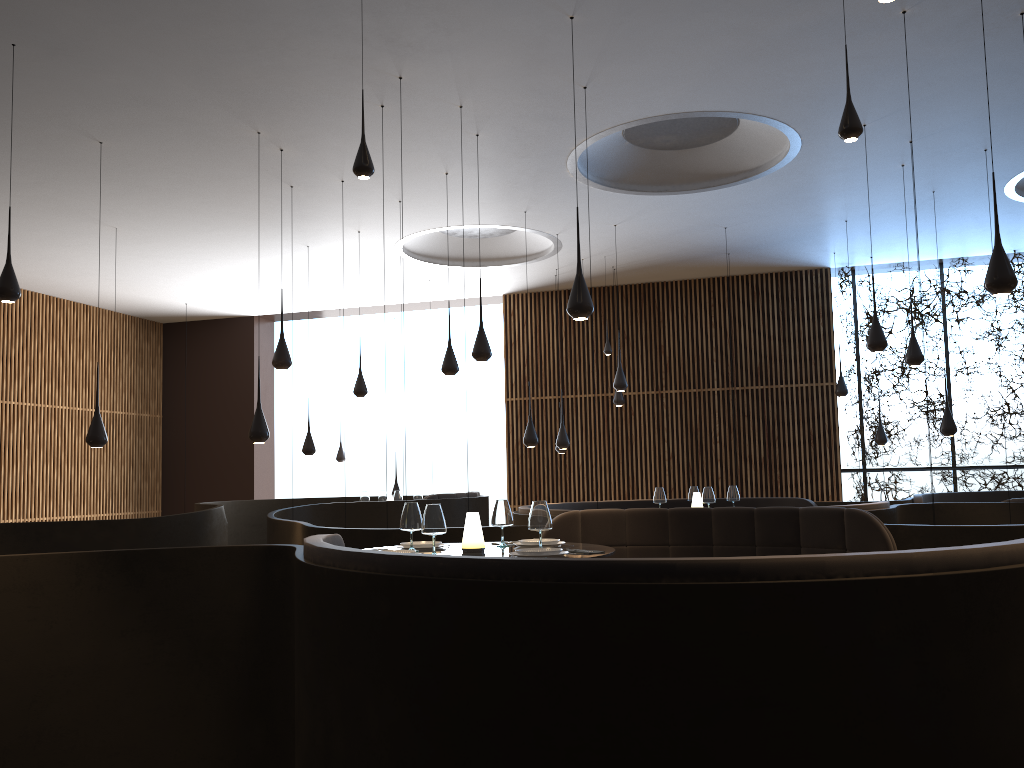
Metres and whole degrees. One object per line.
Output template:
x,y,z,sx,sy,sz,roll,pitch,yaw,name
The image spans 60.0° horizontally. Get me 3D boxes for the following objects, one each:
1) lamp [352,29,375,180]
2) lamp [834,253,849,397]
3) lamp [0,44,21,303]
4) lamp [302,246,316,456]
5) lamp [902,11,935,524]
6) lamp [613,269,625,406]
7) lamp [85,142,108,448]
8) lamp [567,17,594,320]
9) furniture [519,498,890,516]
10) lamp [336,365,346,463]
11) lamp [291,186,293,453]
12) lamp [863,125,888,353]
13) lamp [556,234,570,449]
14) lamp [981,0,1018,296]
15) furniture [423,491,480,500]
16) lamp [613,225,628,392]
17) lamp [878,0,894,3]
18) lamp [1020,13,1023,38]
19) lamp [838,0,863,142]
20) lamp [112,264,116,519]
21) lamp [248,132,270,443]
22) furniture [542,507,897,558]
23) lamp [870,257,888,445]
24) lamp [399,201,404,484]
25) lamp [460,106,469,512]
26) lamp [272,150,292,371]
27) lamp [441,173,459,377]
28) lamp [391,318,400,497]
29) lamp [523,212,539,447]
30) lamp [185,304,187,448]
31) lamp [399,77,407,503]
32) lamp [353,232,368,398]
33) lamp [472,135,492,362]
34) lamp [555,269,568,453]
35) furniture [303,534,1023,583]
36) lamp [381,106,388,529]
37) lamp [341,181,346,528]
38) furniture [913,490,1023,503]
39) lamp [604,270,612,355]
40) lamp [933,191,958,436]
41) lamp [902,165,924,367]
-0.914,-1.997,5.420,0.133,1.505,0.133,-2,-5,11,lamp
4.983,-0.907,13.539,0.196,2.219,0.196,2,-6,-39,lamp
-3.303,-1.398,5.842,0.153,1.733,0.153,0,-5,-19,lamp
-2.856,-0.476,12.448,0.196,2.955,0.196,2,-6,-39,lamp
2.946,0.396,6.250,0.196,6.263,0.196,2,-6,-39,lamp
1.687,-0.754,14.264,0.196,2.219,0.196,-5,-6,41,lamp
-3.958,-0.872,8.494,0.196,2.955,0.196,2,-6,-39,lamp
0.462,-1.567,6.382,0.196,2.219,0.196,1,-5,-29,lamp
1.976,1.856,9.616,3.789,1.116,3.890,0,-6,-9,furniture
-3.307,0.030,17.095,0.196,2.955,0.196,-5,-6,41,lamp
-2.415,0.893,9.765,0.196,6.263,0.196,2,-6,-39,lamp
3.452,-1.407,8.527,0.196,2.219,0.196,2,-6,-39,lamp
0.659,-0.591,12.123,0.196,2.955,0.196,1,-5,-29,lamp
3.144,-1.684,5.828,0.196,2.219,0.196,2,-6,-39,lamp
-0.949,2.118,12.941,0.931,1.058,2.537,-2,-6,12,furniture
1.406,-1.011,11.762,0.196,2.219,0.196,-2,-5,11,lamp
1.449,-2.254,3.518,0.133,1.505,0.133,-2,-5,11,lamp
3.847,0.381,6.309,0.196,6.263,0.196,2,-6,-39,lamp
1.872,-2.109,4.999,0.133,1.505,0.133,-2,-5,11,lamp
-5.049,0.814,11.229,0.196,6.263,0.196,-4,-5,31,lamp
-2.381,-0.925,8.342,0.196,2.955,0.196,-3,-5,21,lamp
1.368,1.417,6.255,2.532,1.058,0.933,-4,-6,21,furniture
5.680,-0.525,13.826,0.196,2.955,0.196,2,-6,-39,lamp
-1.272,0.934,10.388,0.196,6.263,0.196,-3,-5,21,lamp
-0.387,0.629,7.723,0.196,6.263,0.196,-5,-6,41,lamp
-2.287,-1.241,8.811,0.196,2.219,0.196,2,-6,-39,lamp
-0.689,-1.192,9.611,0.196,2.219,0.196,-3,-5,21,lamp
-1.856,0.412,14.107,0.196,2.955,0.196,1,-5,-29,lamp
0.201,-0.695,11.047,0.196,2.955,0.196,0,-5,-19,lamp
-4.611,1.968,12.491,0.196,6.263,0.196,-4,-5,31,lamp
-0.855,0.576,7.125,0.196,6.263,0.196,-1,-5,1,lamp
-2.024,-0.930,11.787,0.196,2.219,0.196,2,-6,-39,lamp
-0.312,-1.318,8.550,0.196,2.219,0.196,-2,-5,11,lamp
0.753,-0.376,14.159,0.196,2.955,0.196,-1,-5,1,lamp
0.623,1.228,3.981,3.935,1.045,1.985,-3,-6,13,furniture
-1.086,0.640,7.673,0.196,6.263,0.196,-1,-5,1,lamp
-1.814,0.865,9.623,0.196,6.263,0.196,-3,-5,21,lamp
6.903,1.802,10.397,3.790,1.045,3.893,-1,-6,-7,furniture
1.437,-1.191,13.479,0.133,1.505,0.133,-2,-5,11,lamp
5.138,-0.855,10.614,0.196,2.955,0.196,-2,-5,11,lamp
4.335,-1.300,9.684,0.196,2.219,0.196,2,-6,-39,lamp
